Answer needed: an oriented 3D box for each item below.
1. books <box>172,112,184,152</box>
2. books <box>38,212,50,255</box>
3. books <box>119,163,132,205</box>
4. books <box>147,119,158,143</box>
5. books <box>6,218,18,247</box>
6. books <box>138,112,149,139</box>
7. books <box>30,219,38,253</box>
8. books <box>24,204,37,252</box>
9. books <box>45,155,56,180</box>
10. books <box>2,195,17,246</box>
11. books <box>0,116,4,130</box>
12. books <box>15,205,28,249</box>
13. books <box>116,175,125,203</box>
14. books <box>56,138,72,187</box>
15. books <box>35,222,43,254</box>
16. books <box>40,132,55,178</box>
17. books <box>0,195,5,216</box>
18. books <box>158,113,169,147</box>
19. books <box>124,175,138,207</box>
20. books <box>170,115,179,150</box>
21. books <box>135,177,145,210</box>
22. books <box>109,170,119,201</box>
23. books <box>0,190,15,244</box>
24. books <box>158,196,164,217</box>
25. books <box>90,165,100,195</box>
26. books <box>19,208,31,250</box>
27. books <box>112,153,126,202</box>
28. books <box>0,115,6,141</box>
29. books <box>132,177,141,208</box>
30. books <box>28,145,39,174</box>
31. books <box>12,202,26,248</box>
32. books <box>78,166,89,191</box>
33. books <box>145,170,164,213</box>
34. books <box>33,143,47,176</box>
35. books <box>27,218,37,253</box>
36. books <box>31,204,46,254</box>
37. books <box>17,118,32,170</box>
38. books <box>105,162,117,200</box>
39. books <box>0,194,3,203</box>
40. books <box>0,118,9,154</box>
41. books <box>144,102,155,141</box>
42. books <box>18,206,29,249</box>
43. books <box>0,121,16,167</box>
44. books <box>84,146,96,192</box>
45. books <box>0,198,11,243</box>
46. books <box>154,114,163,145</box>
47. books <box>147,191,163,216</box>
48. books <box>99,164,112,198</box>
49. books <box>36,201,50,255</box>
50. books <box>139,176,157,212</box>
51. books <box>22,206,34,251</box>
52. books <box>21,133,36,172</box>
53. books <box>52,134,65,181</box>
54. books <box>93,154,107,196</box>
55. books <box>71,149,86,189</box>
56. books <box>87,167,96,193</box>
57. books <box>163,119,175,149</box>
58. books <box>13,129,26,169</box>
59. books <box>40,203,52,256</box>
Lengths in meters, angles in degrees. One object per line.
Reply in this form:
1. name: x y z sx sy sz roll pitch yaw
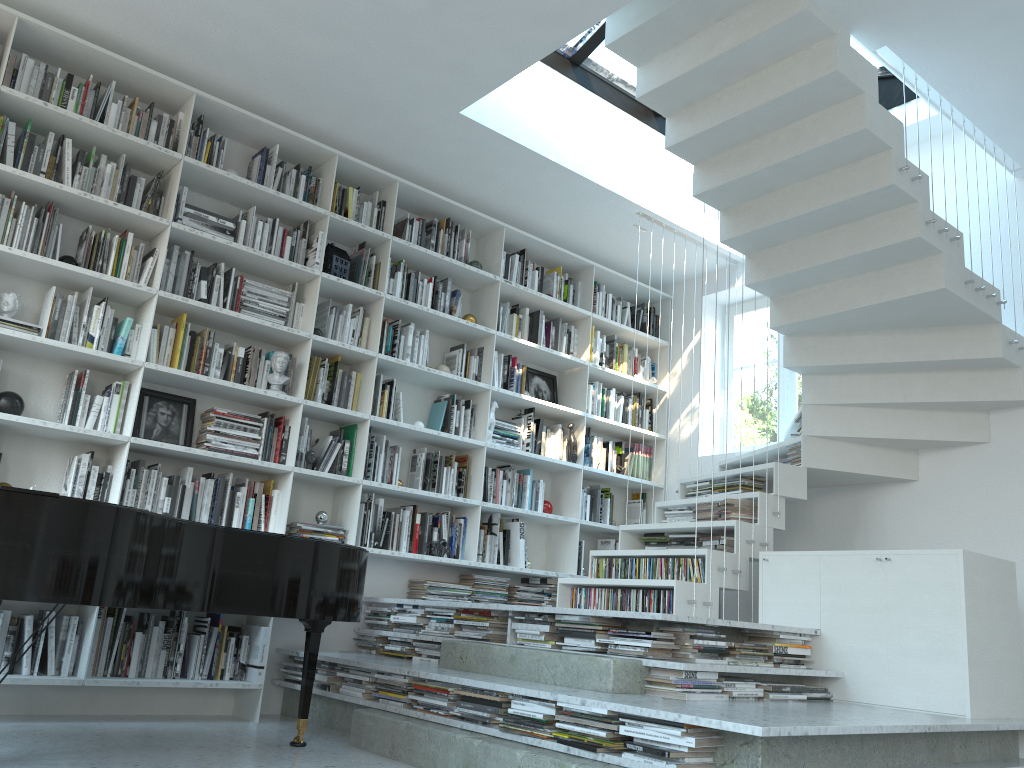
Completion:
1. books: -1.804 -1.280 4.702 0.026 0.287 0.176 16 -18 -37
2. books: -2.250 -0.673 4.217 0.010 0.261 0.158 16 -18 -37
3. books: -1.994 -0.967 4.511 0.022 0.289 0.147 16 -18 -37
4. books: -1.902 -1.258 4.614 0.031 0.184 0.177 16 -19 -37
5. books: -2.354 -0.665 4.134 0.029 0.186 0.149 16 -18 -37
6. books: -1.934 -1.278 4.576 0.026 0.199 0.187 16 -19 -37
7. books: -2.288 -0.662 4.200 0.011 0.226 0.129 16 -18 -37
8. books: -2.292 -0.695 4.180 0.011 0.278 0.169 16 -18 -37
9. books: -2.254 -0.992 4.286 0.034 0.180 0.160 16 -18 -37
10. books: -2.354 -0.718 4.121 0.010 0.282 0.184 16 -18 -37
11. books: -2.432 -1.097 4.147 0.013 0.282 0.159 16 -18 -37
12. books: -2.315 -0.693 4.142 0.012 0.251 0.184 16 -18 -37
13. books: -2.013 -0.936 4.486 0.024 0.213 0.150 16 -18 -37
14. books: -2.187 -1.030 4.327 0.075 0.284 0.178 16 -18 -37
15. books: -2.275 -0.652 4.217 0.012 0.216 0.133 16 -18 -37
16. books: -2.265 -1.054 4.275 0.023 0.292 0.156 16 -18 -37
17. books: -2.394 -0.724 4.099 0.012 0.275 0.157 16 -18 -37
18. books: -1.868 -1.279 4.671 0.030 0.260 0.151 16 -18 -37
19. books: -1.964 -0.930 4.503 0.030 0.217 0.182 16 -18 -37
20. books: -1.823 -1.273 4.691 0.014 0.266 0.171 16 -18 -37
21. books: -1.938 -0.925 4.549 0.025 0.236 0.153 16 -18 -37
22. books: -2.029 -0.952 4.462 0.013 0.230 0.142 16 -18 -37
23. books: -2.375 -0.733 4.135 0.011 0.316 0.155 16 -18 -37
24. books: -1.855 -0.875 4.626 0.019 0.193 0.098 16 -18 -37
25. books: -2.093 -0.962 4.404 0.010 0.208 0.173 16 -18 -37
26. books: -2.314 -0.687 4.173 0.011 0.255 0.152 16 -18 -37
27. books: -2.009 -0.991 4.472 0.011 0.312 0.183 16 -18 -37
28. books: -2.434 -1.103 4.174 0.014 0.308 0.130 16 -18 -37
29. books: -1.947 -0.926 4.522 0.022 0.222 0.161 16 -18 -37
30. books: -2.313 -1.021 4.238 0.024 0.201 0.153 16 -18 -37
31. books: -2.322 -0.701 4.136 0.009 0.262 0.189 16 -18 -37
32. books: -2.137 -0.960 4.368 0.028 0.179 0.168 16 -19 -37
33. books: -1.881 -0.947 4.576 0.058 0.301 0.175 16 -18 -37
34. books: -2.288 -1.024 4.251 0.029 0.218 0.158 16 -18 -37
35. books: -2.281 -0.660 4.173 0.011 0.208 0.181 16 -18 -37
36. books: -2.265 -0.694 4.200 0.011 0.290 0.177 16 -18 -37
37. books: -2.336 -1.089 4.211 0.012 0.314 0.171 16 -18 -37
38. books: -2.045 -0.971 4.456 0.028 0.260 0.135 16 -18 -37
39. books: -2.410 -0.729 4.090 0.026 0.278 0.151 16 -18 -37
40. books: -2.411 -1.094 4.161 0.010 0.286 0.148 16 -18 -37
41. books: -1.919 -1.310 4.618 0.013 0.284 0.160 16 -18 -37
42. books: -2.322 -0.692 4.168 0.010 0.261 0.169 16 -18 -37
43. books: -2.386 -1.078 4.188 0.067 0.273 0.168 16 -18 -37
44. books: -2.117 -1.017 4.396 0.012 0.307 0.145 16 -18 -37
45. books: -2.381 -0.713 4.108 0.024 0.261 0.178 16 -18 -37
46. books: -1.885 -1.275 4.645 0.026 0.236 0.149 16 -18 -37
47. books: -1.868 -0.890 4.609 0.028 0.211 0.134 16 -18 -37
48. books: -2.054 -0.963 4.423 0.021 0.225 0.192 16 -18 -37
49. books: -2.257 -0.702 4.225 0.004 0.320 0.153 16 -18 -37
50. books: -1.895 -0.932 4.562 0.055 0.263 0.167 16 -18 -37
51. books: -2.296 -0.689 4.167 0.009 0.260 0.180 16 -18 -37
52. books: -2.324 -1.048 4.216 0.031 0.241 0.181 16 -18 -37
53. books: -2.236 -1.050 4.323 0.013 0.314 0.135 16 -18 -37
54. books: -2.085 -0.993 4.434 0.026 0.285 0.138 16 -18 -37
55. books: -2.159 -1.006 4.367 0.027 0.264 0.168 16 -18 -37
56. books: -2.123 -0.963 4.414 0.024 0.211 0.128 16 -18 -37
57. books: -1.835 -1.259 4.668 0.026 0.224 0.172 16 -18 -37
58. books: -2.352 -1.063 4.204 0.011 0.259 0.157 16 -18 -37
59. books: -2.250 -0.695 4.238 0.005 0.315 0.157 16 -18 -37
